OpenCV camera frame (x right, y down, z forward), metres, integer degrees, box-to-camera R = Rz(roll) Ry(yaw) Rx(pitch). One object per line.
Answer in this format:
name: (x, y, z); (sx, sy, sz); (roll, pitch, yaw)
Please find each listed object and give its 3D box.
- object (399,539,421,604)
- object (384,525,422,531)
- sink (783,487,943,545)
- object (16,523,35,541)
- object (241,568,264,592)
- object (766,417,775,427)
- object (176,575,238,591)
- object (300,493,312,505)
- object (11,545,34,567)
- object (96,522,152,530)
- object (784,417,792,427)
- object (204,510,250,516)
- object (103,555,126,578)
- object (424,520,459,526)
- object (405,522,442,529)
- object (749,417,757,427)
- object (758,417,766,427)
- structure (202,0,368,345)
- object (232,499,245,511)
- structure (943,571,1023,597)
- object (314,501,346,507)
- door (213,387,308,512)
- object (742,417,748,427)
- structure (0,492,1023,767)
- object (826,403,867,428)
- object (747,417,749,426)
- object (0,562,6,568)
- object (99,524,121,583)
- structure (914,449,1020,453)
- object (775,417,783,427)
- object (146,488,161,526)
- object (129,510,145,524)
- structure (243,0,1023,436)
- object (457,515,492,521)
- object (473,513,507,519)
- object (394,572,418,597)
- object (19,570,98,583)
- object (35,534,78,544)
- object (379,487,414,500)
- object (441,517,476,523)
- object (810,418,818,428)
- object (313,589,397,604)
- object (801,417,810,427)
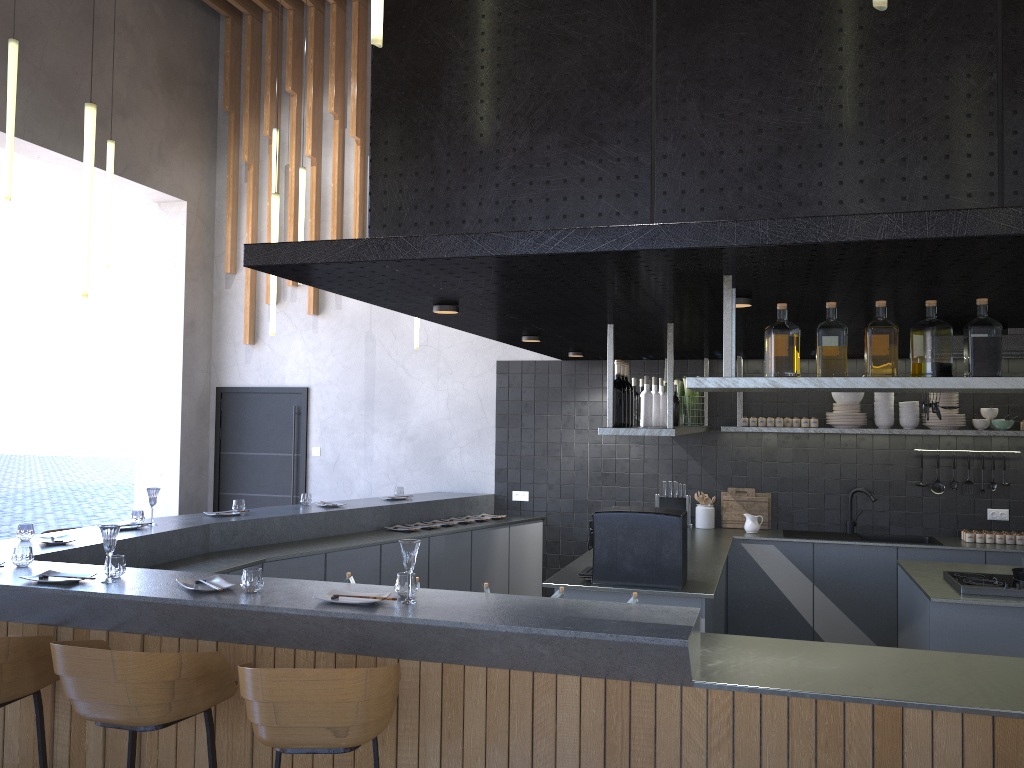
object: (-0.379, 0.691, 3.271); (0.082, 0.227, 0.082); (3, -3, -39)
object: (-0.806, 1.099, 6.728); (0.294, 0.025, 0.170); (-1, -3, 32)
sink: (2.676, 1.078, 6.850); (1.111, 0.547, 0.498); (0, -2, 16)
object: (-2.594, 0.789, 4.729); (0.086, 0.086, 0.086); (1, -2, -8)
object: (-1.006, 0.760, 3.435); (0.086, 0.086, 0.086); (1, -2, -8)
object: (2.062, 0.303, 7.072); (0.062, 0.078, 0.062); (0, -2, 11)
object: (-1.189, 0.790, 3.475); (0.170, 0.025, 0.294); (2, -3, -36)
object: (-1.576, 0.883, 6.795); (0.086, 0.086, 0.086); (1, -2, -12)
object: (-2.169, 0.764, 3.931); (0.086, 0.086, 0.086); (-1, -3, 37)
object: (-2.282, 0.845, 5.257); (0.170, 0.025, 0.294); (-1, -3, 42)
object: (2.208, 0.306, 7.100); (0.062, 0.078, 0.062); (0, -2, 11)
object: (-1.924, 0.880, 6.040); (0.170, 0.025, 0.294); (-1, -3, 42)
object: (-1.656, 0.762, 3.699); (0.086, 0.086, 0.086); (0, -2, 16)
object: (-0.549, 1.117, 7.100); (0.294, 0.025, 0.170); (-1, -3, 32)
object: (-0.669, 1.108, 6.912); (0.294, 0.025, 0.170); (-1, -3, 32)
object: (1.934, 0.303, 7.109); (0.062, 0.078, 0.062); (0, -2, 11)
object: (1.998, 0.303, 7.091); (0.062, 0.078, 0.062); (0, -2, 11)
structure: (0.764, -1.064, 2.527); (10.399, 5.894, 10.127); (0, -2, 16)
object: (-1.918, 0.856, 6.229); (0.086, 0.086, 0.086); (2, -2, -24)
structure: (2.700, 1.072, 4.783); (0.599, 0.060, 0.510); (0, -2, 16)
object: (-1.394, 0.914, 6.750); (0.170, 0.025, 0.294); (2, -3, -36)
door: (-2.461, 1.059, 8.667); (1.012, 2.056, 0.137); (0, -2, 16)
object: (1.868, 0.303, 7.128); (0.062, 0.078, 0.062); (0, -2, 21)
structure: (1.992, 1.297, 4.861); (8.945, 1.400, 4.889); (0, -2, 16)
object: (2.628, 0.250, 6.970); (0.304, 0.195, 0.300); (0, -3, 28)
object: (1.887, 0.305, 7.194); (0.062, 0.078, 0.062); (0, -2, 21)
object: (-2.330, 0.789, 3.832); (0.294, 0.025, 0.170); (0, -2, 9)
object: (-1.632, 0.687, 3.595); (0.082, 0.227, 0.082); (3, -3, -39)
structure: (3.526, 0.523, 6.881); (0.743, 0.018, 0.074); (0, -2, 16)
object: (2.126, 0.303, 7.053); (0.062, 0.078, 0.062); (0, -2, 11)
object: (-2.196, 0.750, 5.421); (0.082, 0.227, 0.082); (1, -2, -12)
object: (-2.302, 0.821, 5.447); (0.086, 0.086, 0.086); (-1, -3, 44)
structure: (3.887, -0.892, 4.302); (8.600, 2.382, 4.958); (0, -2, 16)
object: (-0.293, 1.134, 7.456); (0.294, 0.025, 0.170); (-1, -3, 32)
object: (-0.170, 1.142, 7.626); (0.294, 0.025, 0.170); (-1, -3, 32)
object: (-0.403, 0.765, 3.374); (0.086, 0.086, 0.086); (0, -2, 16)
object: (-1.815, 0.786, 3.593); (0.294, 0.025, 0.170); (0, -2, 15)
object: (-2.412, 0.821, 4.683); (0.170, 0.025, 0.294); (2, -3, -36)
object: (-0.971, 0.915, 7.415); (0.269, 0.086, 0.319); (-1, -3, 42)
object: (-0.418, 1.126, 7.286); (0.294, 0.025, 0.170); (-1, -3, 32)
object: (2.378, 0.304, 6.979); (0.062, 0.078, 0.062); (0, -2, 11)
object: (-0.562, 0.790, 3.269); (0.294, 0.025, 0.170); (0, -2, 15)
object: (2.315, 0.303, 6.998); (0.062, 0.078, 0.062); (0, -2, 11)
